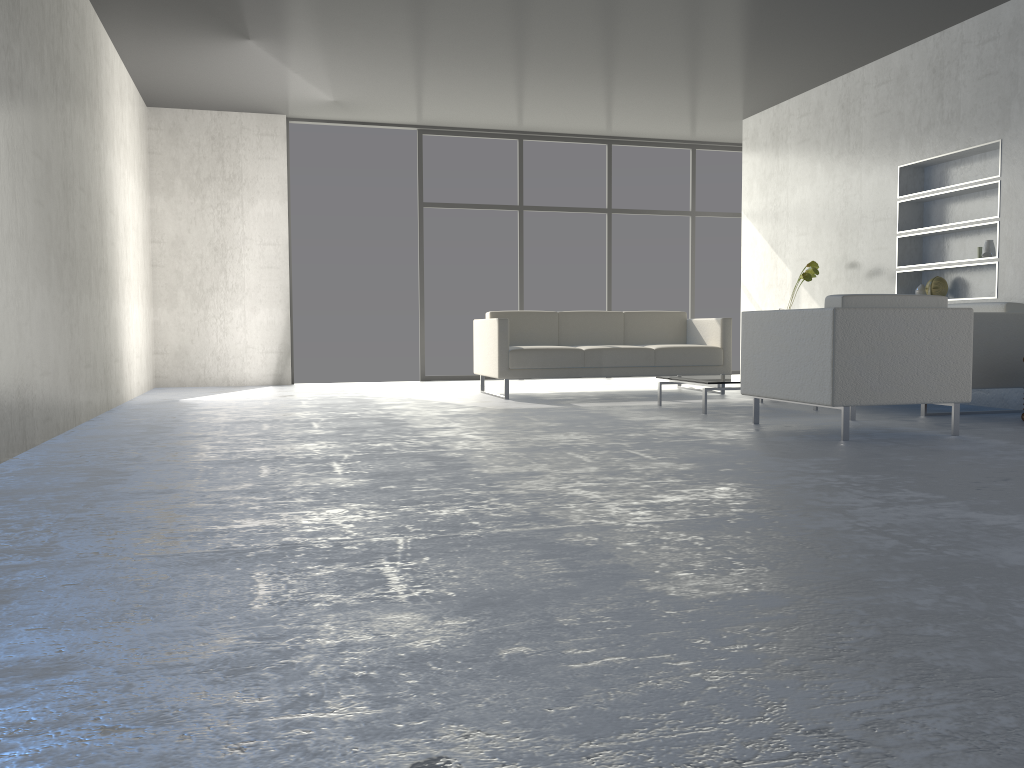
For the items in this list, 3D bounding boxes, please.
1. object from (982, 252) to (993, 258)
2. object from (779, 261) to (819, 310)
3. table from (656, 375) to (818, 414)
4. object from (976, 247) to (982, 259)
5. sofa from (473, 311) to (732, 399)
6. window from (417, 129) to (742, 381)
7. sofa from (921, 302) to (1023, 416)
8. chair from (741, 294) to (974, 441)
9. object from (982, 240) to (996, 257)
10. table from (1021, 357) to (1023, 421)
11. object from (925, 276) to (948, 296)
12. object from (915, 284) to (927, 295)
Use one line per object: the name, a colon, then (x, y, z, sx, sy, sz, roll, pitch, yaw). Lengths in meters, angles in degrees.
object: (3.058, -0.825, 5.707, 0.064, 0.050, 0.064, -1, 3, -10)
object: (2.243, -0.458, 7.033, 0.387, 1.051, 0.400, 0, 4, 12)
table: (1.428, 0.056, 5.679, 0.773, 0.190, 0.730, -1, 4, -15)
object: (3.084, -0.855, 5.847, 0.074, 0.094, 0.074, 2, 4, 39)
sofa: (0.703, -0.255, 7.027, 1.881, 0.658, 0.821, -1, 4, -15)
window: (1.044, -1.304, 9.309, 4.080, 2.477, 0.037, -1, 4, -15)
sofa: (2.483, -0.202, 5.997, 0.821, 0.658, 1.881, -1, 4, -15)
chair: (1.668, -0.105, 4.405, 0.748, 0.662, 0.821, -1, 4, -15)
object: (3.101, -0.869, 5.763, 0.079, 0.130, 0.079, -1, 4, -17)
table: (2.950, 0.029, 4.676, 0.452, 0.358, 0.452, -3, 4, -40)
object: (2.958, -0.669, 6.221, 0.088, 0.179, 0.163, -2, 4, -25)
object: (2.944, -0.652, 6.373, 0.086, 0.128, 0.086, -1, 3, -5)
